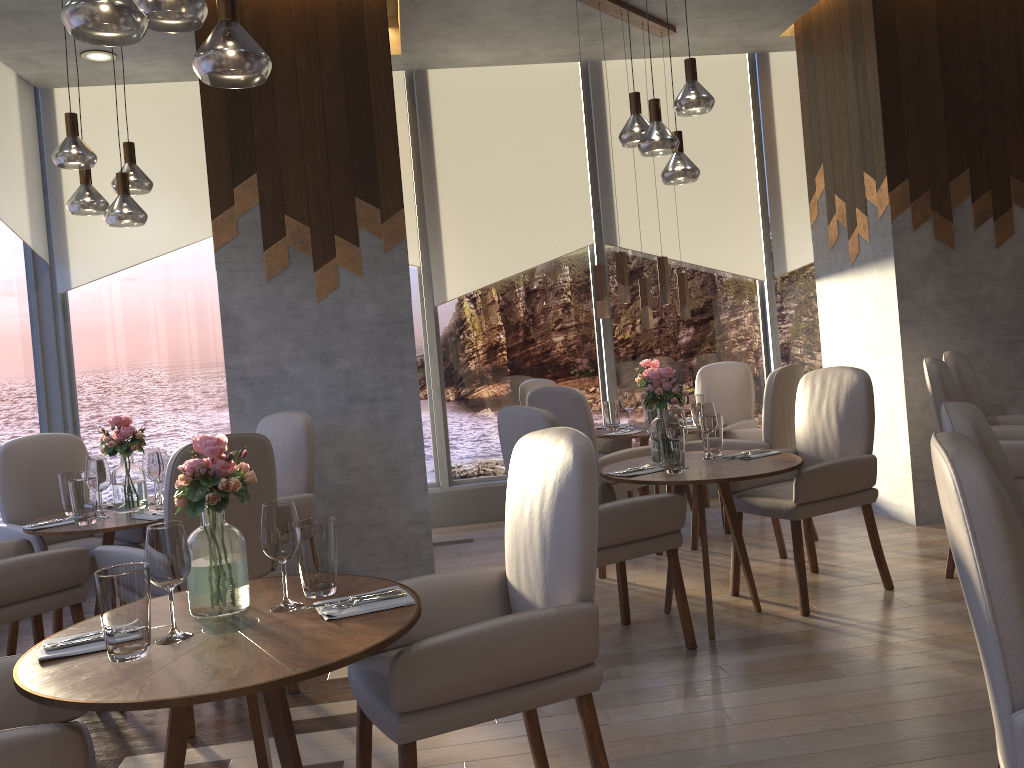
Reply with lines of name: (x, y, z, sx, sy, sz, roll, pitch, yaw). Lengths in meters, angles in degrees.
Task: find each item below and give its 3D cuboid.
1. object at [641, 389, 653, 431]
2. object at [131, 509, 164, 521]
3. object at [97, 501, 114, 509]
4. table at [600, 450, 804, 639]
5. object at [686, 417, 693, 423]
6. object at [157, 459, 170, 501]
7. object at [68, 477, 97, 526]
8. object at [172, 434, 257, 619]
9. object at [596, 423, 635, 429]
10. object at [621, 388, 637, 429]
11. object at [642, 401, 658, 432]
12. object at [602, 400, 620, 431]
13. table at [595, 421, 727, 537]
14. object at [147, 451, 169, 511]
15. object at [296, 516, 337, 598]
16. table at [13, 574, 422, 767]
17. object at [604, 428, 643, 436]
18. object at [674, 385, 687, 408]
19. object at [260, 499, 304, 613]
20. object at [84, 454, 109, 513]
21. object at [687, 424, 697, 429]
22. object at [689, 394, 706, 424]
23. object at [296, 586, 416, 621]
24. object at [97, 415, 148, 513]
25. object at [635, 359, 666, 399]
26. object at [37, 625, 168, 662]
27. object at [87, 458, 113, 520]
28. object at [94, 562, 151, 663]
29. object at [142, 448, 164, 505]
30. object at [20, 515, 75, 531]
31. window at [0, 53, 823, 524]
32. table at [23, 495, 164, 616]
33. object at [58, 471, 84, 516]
object: (0.810, 0.150, 5.220, 0.092, 0.244, 0.092, -5, 1, -32)
object: (-1.429, 0.522, 3.582, 0.255, 0.019, 0.158, -3, 3, 40)
object: (-1.827, 0.540, 3.977, 0.255, 0.019, 0.158, -3, 3, 38)
table: (0.814, 0.665, 3.722, 0.835, 0.662, 0.833, -6, 2, -32)
object: (1.068, 0.227, 5.556, 0.157, 0.019, 0.255, -3, 3, 44)
object: (-1.569, 0.435, 4.034, 0.102, 0.178, 0.102, -5, 1, 20)
object: (-1.700, 0.467, 3.522, 0.102, 0.178, 0.102, -5, 1, 11)
object: (-0.690, 0.321, 2.072, 0.198, 0.415, 0.210, -5, 1, -34)
object: (0.668, 0.261, 5.558, 0.255, 0.019, 0.158, -3, 3, 36)
object: (0.715, 0.150, 5.401, 0.092, 0.244, 0.092, -5, 1, -29)
object: (0.810, 0.187, 5.111, 0.102, 0.178, 0.102, -5, 1, -26)
object: (0.609, 0.193, 5.400, 0.102, 0.178, 0.102, -4, 1, 32)
table: (0.902, 0.591, 5.362, 0.833, 0.662, 0.835, -5, 2, 14)
object: (-1.485, 0.407, 3.741, 0.092, 0.244, 0.092, -5, 1, -25)
object: (-0.469, 0.418, 2.136, 0.102, 0.178, 0.102, -5, 1, 14)
table: (-0.589, 0.858, 1.945, 0.833, 0.662, 0.835, -3, 2, 43)
object: (0.662, 0.277, 5.171, 0.157, 0.019, 0.255, -3, 3, 38)
object: (1.007, 0.129, 5.322, 0.092, 0.244, 0.092, -4, 1, 43)
object: (-0.528, 0.394, 2.042, 0.092, 0.244, 0.092, -6, 1, -42)
object: (-1.786, 0.430, 3.817, 0.092, 0.244, 0.092, -5, 1, -4)
object: (1.062, 0.243, 5.163, 0.255, 0.019, 0.158, -3, 3, 40)
object: (1.119, 0.152, 5.316, 0.102, 0.178, 0.102, -5, 1, -4)
object: (-0.357, 0.494, 2.008, 0.255, 0.019, 0.157, -6, 2, -22)
object: (-1.650, 0.334, 3.776, 0.197, 0.415, 0.210, -4, 1, 31)
object: (0.859, 0.053, 5.388, 0.210, 0.415, 0.198, -5, 1, 6)
object: (-0.876, 0.543, 1.907, 0.255, 0.019, 0.157, -6, 3, -23)
object: (-1.687, 0.429, 3.630, 0.092, 0.244, 0.092, -5, 1, -25)
object: (-0.775, 0.459, 1.780, 0.102, 0.178, 0.102, -4, 1, 33)
object: (-1.584, 0.408, 3.925, 0.092, 0.244, 0.092, -5, 1, 24)
object: (-1.840, 0.556, 3.600, 0.157, 0.019, 0.255, -3, 3, 45)
window: (-0.024, -0.774, 3.491, 8.051, 3.198, 16.149, -3, 3, 39)
table: (-1.588, 0.869, 3.790, 0.834, 0.662, 0.833, -5, 2, -20)
object: (-1.893, 0.472, 3.820, 0.102, 0.178, 0.102, -5, 1, 5)
